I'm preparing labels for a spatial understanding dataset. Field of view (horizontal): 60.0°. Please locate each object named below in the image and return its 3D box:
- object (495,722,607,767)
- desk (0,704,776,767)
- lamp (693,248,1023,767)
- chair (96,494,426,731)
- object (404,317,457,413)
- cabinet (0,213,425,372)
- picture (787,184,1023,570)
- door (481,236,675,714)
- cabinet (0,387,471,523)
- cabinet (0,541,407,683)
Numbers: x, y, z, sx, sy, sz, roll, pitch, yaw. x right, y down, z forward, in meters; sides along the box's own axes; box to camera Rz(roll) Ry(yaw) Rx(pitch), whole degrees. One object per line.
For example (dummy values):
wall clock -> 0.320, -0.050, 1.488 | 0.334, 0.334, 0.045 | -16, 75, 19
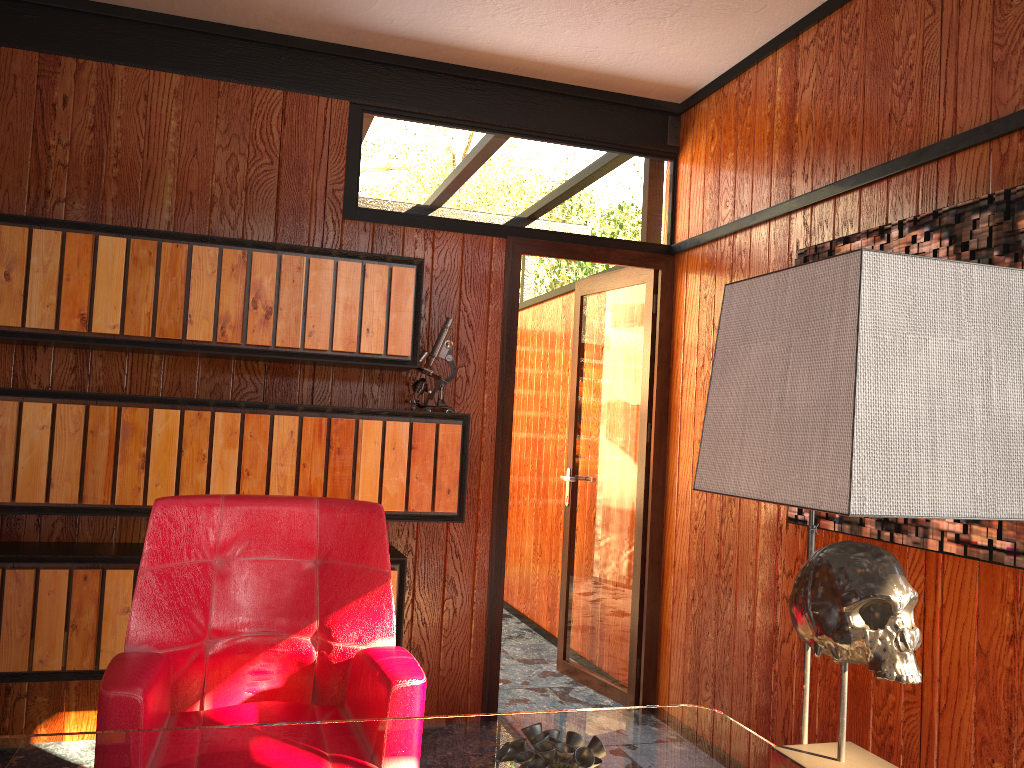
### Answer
object -> 0.042, 0.454, 1.007 | 0.121, 0.114, 0.118 | 4, -3, -23
desk -> -0.363, 0.871, 0.925 | 1.900, 0.632, 1.150 | 4, -3, -17
lamp -> 0.433, 0.237, 1.069 | 0.316, 0.732, 0.316 | 4, -3, -17
chair -> -0.555, 0.754, 1.964 | 0.621, 0.956, 0.839 | 4, -3, -17
object -> -0.291, -0.075, 3.247 | 0.181, 0.354, 0.142 | 2, -3, 19
cabinet -> -1.150, -0.300, 3.032 | 1.653, 0.390, 0.321 | 4, -3, -17
picture -> 1.034, -0.010, 2.394 | 0.061, 0.873, 0.916 | 4, -3, -17
door -> 0.179, 0.418, 3.961 | 0.751, 1.955, 0.734 | 4, -3, -17
cabinet -> -0.989, 0.252, 3.064 | 1.653, 0.390, 0.321 | 4, -3, -17
cabinet -> -1.206, 0.753, 2.980 | 1.653, 0.390, 0.321 | 4, -3, -17
